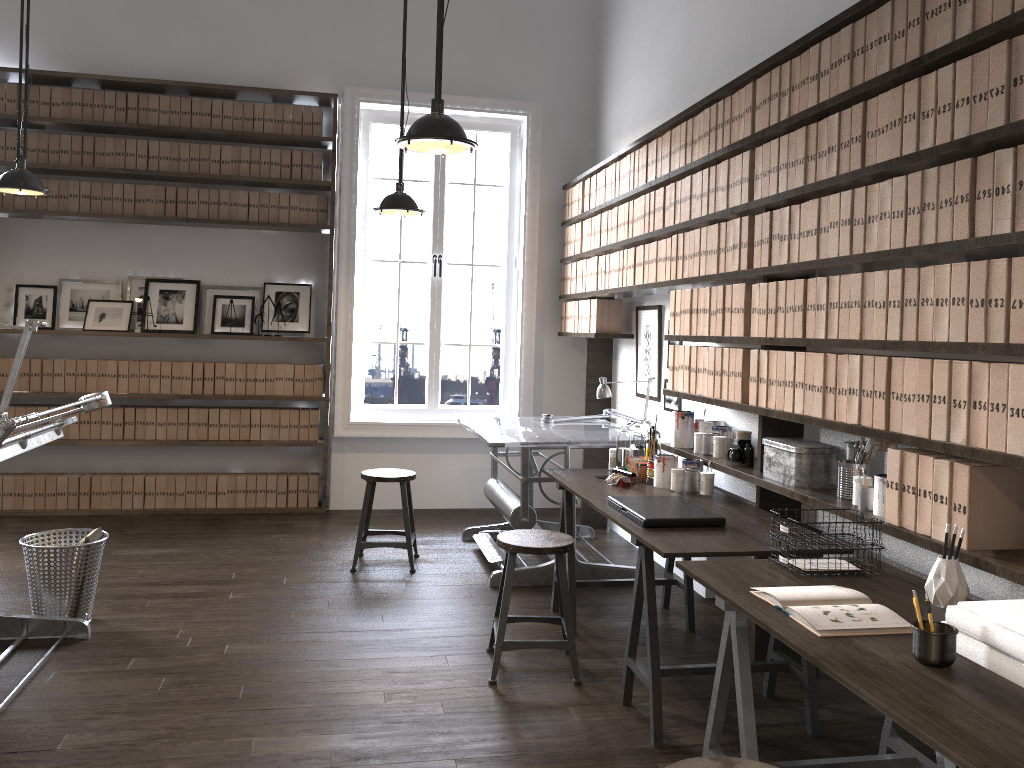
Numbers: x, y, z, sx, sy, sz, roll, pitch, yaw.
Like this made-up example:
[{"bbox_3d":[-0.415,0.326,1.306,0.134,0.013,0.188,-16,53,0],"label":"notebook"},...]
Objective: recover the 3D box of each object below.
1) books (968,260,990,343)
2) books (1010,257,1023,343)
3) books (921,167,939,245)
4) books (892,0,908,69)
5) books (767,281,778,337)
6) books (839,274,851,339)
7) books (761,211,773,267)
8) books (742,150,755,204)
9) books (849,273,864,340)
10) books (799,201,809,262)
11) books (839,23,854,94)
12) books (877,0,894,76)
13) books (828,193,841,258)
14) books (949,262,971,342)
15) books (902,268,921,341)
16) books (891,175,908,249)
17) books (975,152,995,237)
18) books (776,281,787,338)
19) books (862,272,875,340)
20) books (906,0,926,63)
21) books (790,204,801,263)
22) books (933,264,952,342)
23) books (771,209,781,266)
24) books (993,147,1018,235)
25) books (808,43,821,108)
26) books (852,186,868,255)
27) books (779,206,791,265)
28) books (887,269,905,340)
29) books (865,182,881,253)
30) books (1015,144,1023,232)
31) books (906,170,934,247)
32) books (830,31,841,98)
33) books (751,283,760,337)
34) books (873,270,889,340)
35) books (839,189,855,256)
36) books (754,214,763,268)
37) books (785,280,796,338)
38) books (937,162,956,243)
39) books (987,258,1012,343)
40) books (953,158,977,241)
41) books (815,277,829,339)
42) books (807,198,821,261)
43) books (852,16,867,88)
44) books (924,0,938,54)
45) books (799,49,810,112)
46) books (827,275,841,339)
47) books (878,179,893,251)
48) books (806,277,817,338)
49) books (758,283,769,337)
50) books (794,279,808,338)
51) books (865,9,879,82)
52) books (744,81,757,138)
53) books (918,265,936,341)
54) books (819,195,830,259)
[{"bbox_3d":[1.298,-0.208,2.324,0.174,0.226,0.067,1,1,-11],"label":"books"},{"bbox_3d":[1.332,-0.199,2.189,0.174,0.225,0.067,1,1,-11],"label":"books"},{"bbox_3d":[1.270,-0.498,2.531,0.174,0.225,0.067,1,1,-11],"label":"books"},{"bbox_3d":[1.256,-1.061,2.694,0.174,0.225,0.067,1,1,-11],"label":"books"},{"bbox_3d":[1.082,-0.279,3.418,0.174,0.226,0.067,1,1,-11],"label":"books"},{"bbox_3d":[1.183,-0.247,2.938,0.174,0.225,0.067,1,1,-11],"label":"books"},{"bbox_3d":[1.078,-0.560,3.487,0.174,0.226,0.067,1,1,-11],"label":"books"},{"bbox_3d":[1.049,-0.847,3.672,0.174,0.226,0.067,1,1,-11],"label":"books"},{"bbox_3d":[1.191,-0.243,2.871,0.174,0.226,0.067,1,1,-11],"label":"books"},{"bbox_3d":[1.138,-0.542,3.206,0.174,0.225,0.067,1,1,-11],"label":"books"},{"bbox_3d":[1.195,-1.079,2.968,0.174,0.226,0.067,1,1,-11],"label":"books"},{"bbox_3d":[1.238,-1.065,2.763,0.174,0.225,0.067,1,1,-11],"label":"books"},{"bbox_3d":[1.174,-0.529,3.012,0.174,0.225,0.067,1,1,-11],"label":"books"},{"bbox_3d":[1.284,-0.212,2.396,0.174,0.225,0.067,1,1,-11],"label":"books"},{"bbox_3d":[1.248,-0.226,2.604,0.174,0.225,0.067,1,1,-11],"label":"books"},{"bbox_3d":[1.239,-0.507,2.663,0.174,0.225,0.067,1,1,-11],"label":"books"},{"bbox_3d":[1.314,-0.485,2.321,0.174,0.225,0.067,1,1,-11],"label":"books"},{"bbox_3d":[1.099,-0.275,3.357,0.174,0.225,0.067,1,1,-11],"label":"books"},{"bbox_3d":[1.208,-0.239,2.806,0.174,0.225,0.067,1,1,-11],"label":"books"},{"bbox_3d":[1.265,-1.056,2.619,0.174,0.226,0.067,1,1,-11],"label":"books"},{"bbox_3d":[1.125,-0.546,3.276,0.174,0.225,0.067,1,1,-11],"label":"books"},{"bbox_3d":[1.273,-0.217,2.467,0.174,0.225,0.067,1,1,-11],"label":"books"},{"bbox_3d":[1.098,-0.555,3.415,0.174,0.225,0.067,1,1,-11],"label":"books"},{"bbox_3d":[1.323,-0.480,2.251,0.174,0.225,0.067,1,1,-11],"label":"books"},{"bbox_3d":[1.157,-1.092,3.166,0.174,0.226,0.067,1,1,-11],"label":"books"},{"bbox_3d":[1.203,-0.520,2.872,0.174,0.225,0.067,1,1,-11],"label":"books"},{"bbox_3d":[1.107,-0.551,3.344,0.174,0.225,0.067,1,1,-11],"label":"books"},{"bbox_3d":[1.231,-0.230,2.673,0.174,0.226,0.067,1,1,-11],"label":"books"},{"bbox_3d":[1.219,-0.516,2.804,0.174,0.225,0.067,1,1,-11],"label":"books"},{"bbox_3d":[1.341,-0.476,2.182,0.174,0.225,0.067,1,1,-11],"label":"books"},{"bbox_3d":[1.253,-0.502,2.593,0.174,0.226,0.067,1,1,-11],"label":"books"},{"bbox_3d":[1.187,-1.083,3.034,0.174,0.225,0.067,1,1,-11],"label":"books"},{"bbox_3d":[1.057,-0.288,3.561,0.174,0.225,0.067,1,1,-11],"label":"books"},{"bbox_3d":[1.219,-0.235,2.744,0.174,0.225,0.067,1,1,-11],"label":"books"},{"bbox_3d":[1.186,-0.525,2.941,0.174,0.226,0.067,1,1,-11],"label":"books"},{"bbox_3d":[1.069,-0.565,3.561,0.174,0.225,0.067,1,1,-11],"label":"books"},{"bbox_3d":[1.114,-0.270,3.293,0.174,0.225,0.067,1,1,-11],"label":"books"},{"bbox_3d":[1.285,-0.494,2.467,0.174,0.225,0.067,1,1,-11],"label":"books"},{"bbox_3d":[1.315,-0.204,2.263,0.174,0.225,0.067,1,1,-11],"label":"books"},{"bbox_3d":[1.294,-0.489,2.394,0.174,0.226,0.067,1,1,-11],"label":"books"},{"bbox_3d":[1.152,-0.257,3.076,0.174,0.225,0.067,1,1,-11],"label":"books"},{"bbox_3d":[1.146,-0.538,3.139,0.174,0.226,0.067,1,1,-11],"label":"books"},{"bbox_3d":[1.214,-1.074,2.903,0.174,0.225,0.067,1,1,-11],"label":"books"},{"bbox_3d":[1.285,-1.051,2.548,0.174,0.225,0.067,1,1,-11],"label":"books"},{"bbox_3d":[1.148,-1.096,3.236,0.174,0.225,0.067,1,1,-11],"label":"books"},{"bbox_3d":[1.170,-0.252,3.008,0.174,0.225,0.067,1,1,-11],"label":"books"},{"bbox_3d":[1.229,-0.511,2.735,0.174,0.225,0.067,1,1,-11],"label":"books"},{"bbox_3d":[1.143,-0.261,3.147,0.174,0.225,0.067,1,1,-11],"label":"books"},{"bbox_3d":[1.068,-0.283,3.489,0.174,0.225,0.067,1,1,-11],"label":"books"},{"bbox_3d":[1.123,-0.266,3.219,0.174,0.226,0.067,1,1,-11],"label":"books"},{"bbox_3d":[1.228,-1.070,2.833,0.174,0.225,0.067,1,1,-11],"label":"books"},{"bbox_3d":[1.058,-1.124,3.663,0.174,0.225,0.067,1,1,-11],"label":"books"},{"bbox_3d":[1.264,-0.221,2.536,0.174,0.225,0.067,1,1,-11],"label":"books"},{"bbox_3d":[1.163,-0.533,3.074,0.174,0.225,0.067,1,1,-11],"label":"books"}]
